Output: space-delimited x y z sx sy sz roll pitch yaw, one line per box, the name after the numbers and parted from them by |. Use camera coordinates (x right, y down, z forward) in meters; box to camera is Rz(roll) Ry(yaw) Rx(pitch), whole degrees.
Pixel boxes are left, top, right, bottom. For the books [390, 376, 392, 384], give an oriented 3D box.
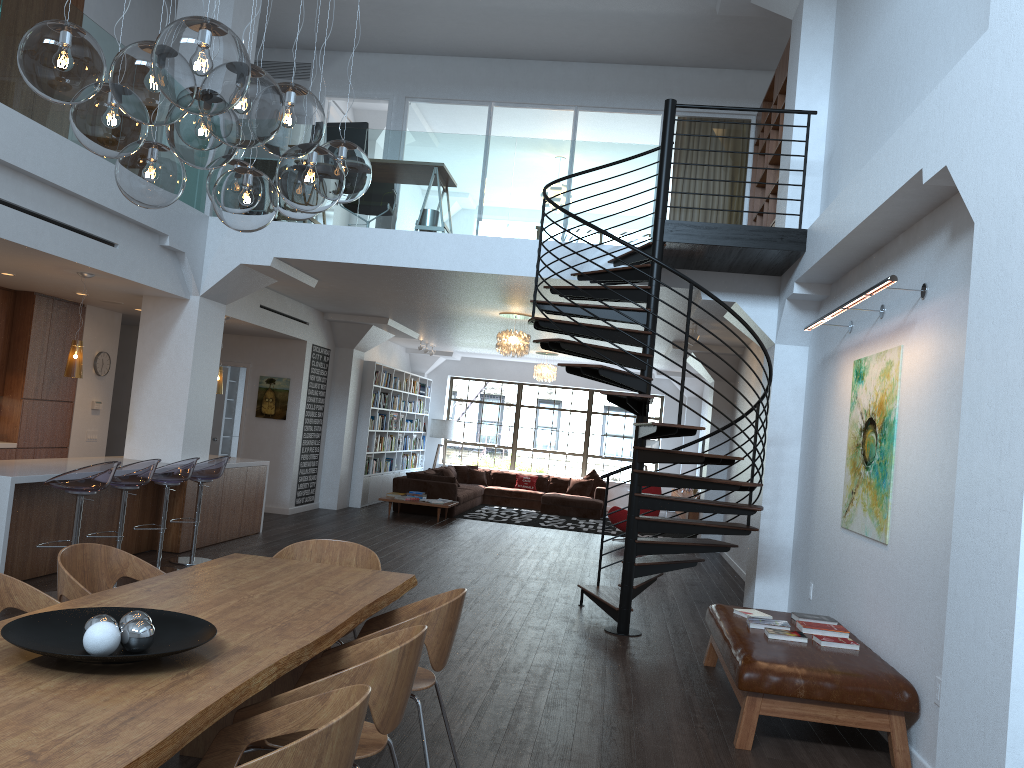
-2.244 -0.045 15.794 0.167 0.233 0.077 5 -3 7 | books

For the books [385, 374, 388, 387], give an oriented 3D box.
-2.266 -0.068 15.504 0.159 0.248 0.089 5 -3 7 | books

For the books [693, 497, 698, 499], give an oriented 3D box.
3.251 1.976 15.233 0.250 0.053 0.400 5 -3 7 | books

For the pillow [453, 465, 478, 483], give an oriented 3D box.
-0.900 1.849 18.052 0.580 0.418 0.334 7 -3 -20 | pillow

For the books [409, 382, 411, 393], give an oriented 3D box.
-2.056 0.061 17.267 0.144 0.207 0.048 5 -3 7 | books

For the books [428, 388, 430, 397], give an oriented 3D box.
-1.846 0.176 18.984 0.139 0.191 0.036 5 -3 7 | books

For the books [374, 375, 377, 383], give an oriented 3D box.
-2.361 -0.094 14.820 0.167 0.210 0.162 5 -3 7 | books

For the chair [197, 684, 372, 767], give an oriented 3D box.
-0.690 1.162 2.200 0.618 0.833 0.629 5 -3 7 | chair

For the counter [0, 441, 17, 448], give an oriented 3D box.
-5.859 0.496 7.361 0.600 0.050 4.387 5 -3 7 | counter

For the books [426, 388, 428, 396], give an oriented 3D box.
-1.869 0.171 18.843 0.134 0.184 0.030 5 -3 7 | books

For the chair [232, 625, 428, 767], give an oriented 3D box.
-0.618 1.208 2.959 0.618 0.833 0.629 5 -3 9 | chair

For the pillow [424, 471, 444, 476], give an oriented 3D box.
-1.275 1.653 15.035 0.269 0.411 0.559 8 -4 -37 | pillow

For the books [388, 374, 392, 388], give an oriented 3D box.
-2.242 -0.059 15.724 0.182 0.255 0.077 5 -3 7 | books

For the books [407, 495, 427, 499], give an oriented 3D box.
-1.533 1.819 14.276 0.312 0.037 0.216 6 -3 -3 | books

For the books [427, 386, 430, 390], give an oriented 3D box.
-1.844 0.159 19.026 0.140 0.231 0.042 5 -3 7 | books

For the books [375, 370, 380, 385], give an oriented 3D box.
-2.335 -0.105 14.992 0.170 0.251 0.118 5 -3 7 | books

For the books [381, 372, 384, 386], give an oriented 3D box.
-2.306 -0.088 15.233 0.170 0.251 0.118 5 -3 7 | books

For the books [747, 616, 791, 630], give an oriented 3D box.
1.603 1.503 5.547 0.247 0.040 0.185 5 -3 10 | books

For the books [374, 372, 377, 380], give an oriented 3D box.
-2.363 -0.102 14.729 0.182 0.215 0.188 5 -3 7 | books

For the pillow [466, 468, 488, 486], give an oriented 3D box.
-0.724 1.879 17.932 0.489 0.337 0.238 7 -3 -23 | pillow

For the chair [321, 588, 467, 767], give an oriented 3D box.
-0.521 1.254 3.719 0.617 0.830 0.629 5 -3 7 | chair

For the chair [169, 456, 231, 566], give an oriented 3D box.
-2.945 1.158 8.316 0.481 1.014 0.530 5 -3 9 | chair

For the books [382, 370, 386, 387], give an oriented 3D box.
-2.290 -0.099 15.374 0.176 0.293 0.125 5 -3 7 | books

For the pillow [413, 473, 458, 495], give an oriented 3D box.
-1.273 1.682 14.764 0.750 0.364 0.289 5 -3 6 | pillow

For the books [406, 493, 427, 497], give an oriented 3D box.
-1.533 1.783 14.282 0.279 0.035 0.191 5 -3 17 | books

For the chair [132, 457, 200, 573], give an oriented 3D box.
-3.020 1.119 7.691 0.481 1.014 0.530 5 -3 5 | chair

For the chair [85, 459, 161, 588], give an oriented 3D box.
-3.112 1.078 7.062 0.481 1.014 0.530 5 -3 5 | chair

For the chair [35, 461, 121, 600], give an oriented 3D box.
-3.159 1.041 6.432 0.481 1.014 0.530 5 -3 9 | chair

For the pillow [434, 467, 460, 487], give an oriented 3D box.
-1.214 1.754 16.462 0.325 0.391 0.625 4 -3 23 | pillow

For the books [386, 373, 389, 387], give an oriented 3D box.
-2.260 -0.068 15.536 0.182 0.253 0.098 5 -3 7 | books

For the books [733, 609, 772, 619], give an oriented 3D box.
1.591 1.525 5.869 0.161 0.031 0.223 6 -3 -15 | books

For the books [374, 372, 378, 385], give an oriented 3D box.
-2.345 -0.095 14.883 0.161 0.218 0.101 5 -3 7 | books

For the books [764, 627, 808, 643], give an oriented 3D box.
1.628 1.494 5.277 0.224 0.032 0.161 5 -3 7 | books

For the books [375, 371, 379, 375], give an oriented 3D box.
-2.342 -0.106 14.949 0.159 0.248 0.089 5 -3 7 | books

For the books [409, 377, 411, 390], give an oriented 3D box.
-2.051 0.013 17.223 0.140 0.298 0.044 5 -3 7 | books

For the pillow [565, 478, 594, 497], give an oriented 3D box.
1.348 2.051 17.695 0.542 0.362 0.248 4 -3 28 | pillow

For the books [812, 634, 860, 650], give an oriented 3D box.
1.904 1.519 5.216 0.224 0.036 0.161 6 -3 1 | books

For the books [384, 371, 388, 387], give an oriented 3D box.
-2.287 -0.095 15.436 0.197 0.290 0.136 5 -3 7 | books

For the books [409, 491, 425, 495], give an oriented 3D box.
-1.526 1.753 14.281 0.224 0.027 0.157 5 -3 12 | books

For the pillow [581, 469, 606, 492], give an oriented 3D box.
1.580 1.998 17.837 0.651 0.587 0.335 6 -3 -14 | pillow

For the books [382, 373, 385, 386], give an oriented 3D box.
-2.297 -0.080 15.285 0.174 0.242 0.105 5 -3 7 | books

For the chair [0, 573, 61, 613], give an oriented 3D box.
-1.801 1.099 3.101 0.618 0.833 0.629 5 -3 7 | chair

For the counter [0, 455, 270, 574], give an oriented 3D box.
-2.969 1.155 6.727 3.039 0.860 8.182 7 -3 -22 | counter

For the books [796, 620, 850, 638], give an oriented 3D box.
1.941 1.535 5.545 0.283 0.043 0.197 5 -3 7 | books

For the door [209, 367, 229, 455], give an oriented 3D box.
-4.892 0.722 13.735 0.826 2.032 0.174 5 -3 7 | door

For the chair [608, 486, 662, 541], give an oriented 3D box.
1.886 1.906 13.586 0.801 1.006 0.798 4 -3 32 | chair

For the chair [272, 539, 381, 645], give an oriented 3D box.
-1.005 1.250 4.542 0.629 0.833 0.618 5 -3 2 | chair

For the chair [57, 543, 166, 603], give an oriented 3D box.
-1.691 1.149 3.872 0.618 0.833 0.629 5 -3 5 | chair

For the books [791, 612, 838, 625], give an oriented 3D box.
1.998 1.558 5.859 0.254 0.044 0.183 6 -3 2 | books

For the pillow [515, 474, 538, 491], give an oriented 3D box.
0.289 1.995 17.946 0.465 0.308 0.220 5 -3 3 | pillow

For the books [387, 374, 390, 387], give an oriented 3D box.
-2.254 -0.059 15.623 0.174 0.243 0.085 5 -3 7 | books

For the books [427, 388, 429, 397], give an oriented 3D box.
-1.853 0.171 18.944 0.136 0.196 0.045 5 -3 7 | books

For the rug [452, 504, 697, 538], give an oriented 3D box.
1.230 2.449 15.670 4.200 0.007 3.100 5 -3 9 | rug

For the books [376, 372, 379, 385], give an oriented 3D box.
-2.338 -0.094 14.917 0.161 0.222 0.084 5 -3 7 | books
